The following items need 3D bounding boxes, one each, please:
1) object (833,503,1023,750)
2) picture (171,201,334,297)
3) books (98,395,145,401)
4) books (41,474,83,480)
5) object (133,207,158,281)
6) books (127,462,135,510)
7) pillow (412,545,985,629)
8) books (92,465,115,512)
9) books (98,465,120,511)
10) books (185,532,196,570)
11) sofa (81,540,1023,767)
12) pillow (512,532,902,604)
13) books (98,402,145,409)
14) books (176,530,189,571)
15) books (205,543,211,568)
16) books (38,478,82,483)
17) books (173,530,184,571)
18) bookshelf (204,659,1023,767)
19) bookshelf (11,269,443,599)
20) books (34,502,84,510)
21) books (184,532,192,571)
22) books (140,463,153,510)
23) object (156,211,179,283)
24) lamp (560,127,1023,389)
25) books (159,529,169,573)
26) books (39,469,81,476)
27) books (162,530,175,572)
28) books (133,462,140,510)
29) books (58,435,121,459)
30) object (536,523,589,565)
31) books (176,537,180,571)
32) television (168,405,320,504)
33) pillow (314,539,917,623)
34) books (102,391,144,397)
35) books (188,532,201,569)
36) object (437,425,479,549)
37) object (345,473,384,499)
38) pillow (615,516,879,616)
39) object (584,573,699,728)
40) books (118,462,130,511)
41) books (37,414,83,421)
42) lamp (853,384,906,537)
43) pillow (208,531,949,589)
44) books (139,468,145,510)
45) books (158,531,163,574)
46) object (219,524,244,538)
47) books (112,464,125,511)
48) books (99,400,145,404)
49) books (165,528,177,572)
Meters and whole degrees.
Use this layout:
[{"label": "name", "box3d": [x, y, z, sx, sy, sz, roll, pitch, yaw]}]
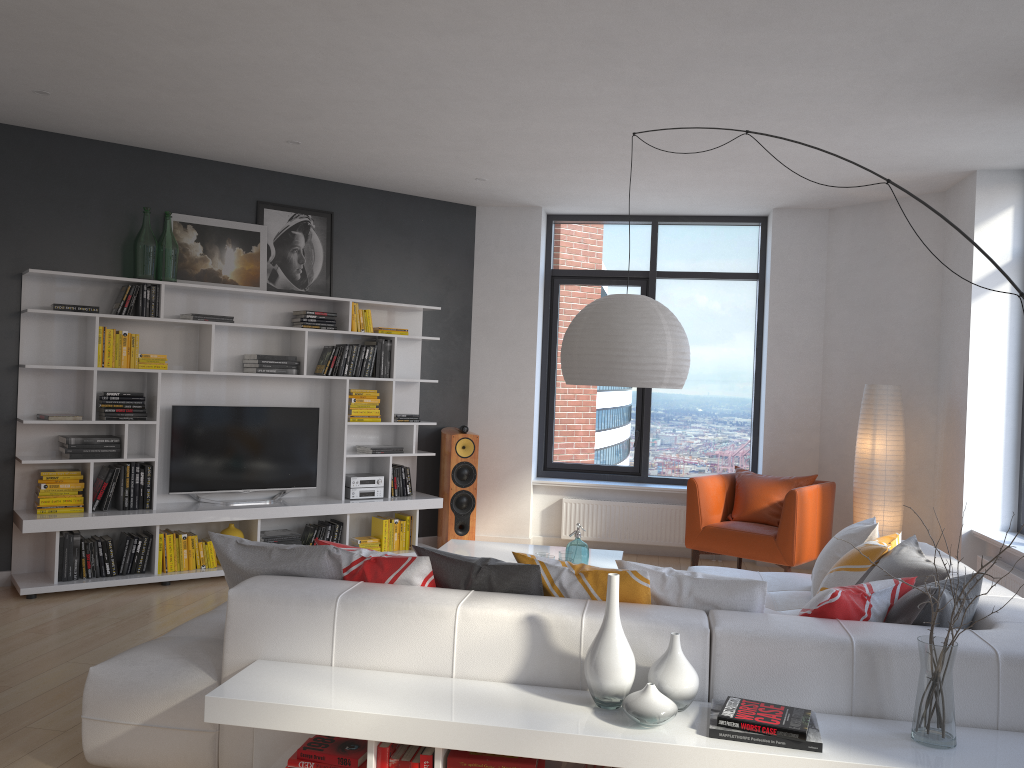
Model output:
[{"label": "object", "box3d": [1.221, 0.639, 2.447, 0.607, 0.744, 0.406, 2, 0, -41]}, {"label": "picture", "box3d": [-1.936, -1.031, 6.656, 1.279, 0.707, 0.076, 2, 0, -36]}, {"label": "books", "box3d": [-2.656, 0.095, 6.033, 0.284, 0.030, 0.214, 2, 0, -27]}, {"label": "books", "box3d": [-2.961, 0.608, 5.836, 0.234, 0.024, 0.171, 2, 0, -32]}, {"label": "object", "box3d": [-2.502, -0.956, 6.057, 0.157, 0.507, 0.157, 2, 0, -22]}, {"label": "books", "box3d": [-2.622, 0.684, 6.061, 0.026, 0.326, 0.237, 2, 0, -36]}, {"label": "pillow", "box3d": [0.667, 0.851, 3.240, 2.120, 0.436, 0.608, 2, 0, 5]}, {"label": "books", "box3d": [-2.775, 0.699, 5.961, 0.142, 0.284, 0.232, 2, 0, -36]}, {"label": "books", "box3d": [-2.722, 0.698, 5.977, 0.100, 0.289, 0.210, 2, 0, -37]}, {"label": "books", "box3d": [-2.253, 1.163, 6.191, 0.043, 0.235, 0.171, 2, 0, -37]}, {"label": "sofa", "box3d": [0.376, 1.106, 4.109, 3.424, 0.732, 2.614, 2, 0, 9]}, {"label": "pillow", "box3d": [0.952, 0.876, 3.736, 2.095, 0.440, 0.630, 2, 0, -34]}, {"label": "books", "box3d": [-2.648, 0.146, 6.012, 0.284, 0.030, 0.214, 2, 0, -27]}, {"label": "books", "box3d": [-2.298, 1.154, 6.159, 0.055, 0.252, 0.185, 2, 0, -37]}, {"label": "books", "box3d": [-2.150, 1.201, 6.225, 0.049, 0.169, 0.113, 2, 0, -37]}, {"label": "books", "box3d": [-2.971, 0.632, 5.834, 0.238, 0.023, 0.167, 2, 0, -20]}, {"label": "books", "box3d": [-2.312, 1.153, 6.135, 0.041, 0.252, 0.180, 2, 0, -36]}, {"label": "bookshelf", "box3d": [0.387, 1.228, 2.603, 2.600, 0.500, 0.356, 2, 0, 9]}, {"label": "bookshelf", "box3d": [-1.886, 0.347, 6.482, 3.000, 2.052, 0.455, 2, 0, -36]}, {"label": "books", "box3d": [-2.972, 0.792, 5.817, 0.269, 0.025, 0.213, 2, 0, -33]}, {"label": "books", "box3d": [-2.261, 1.161, 6.161, 0.043, 0.240, 0.169, 2, 0, -37]}, {"label": "books", "box3d": [-2.536, 0.702, 6.117, 0.051, 0.297, 0.230, 2, 0, -36]}, {"label": "object", "box3d": [-2.408, -0.952, 6.194, 0.157, 0.507, 0.157, 2, 0, -22]}, {"label": "lamp", "box3d": [1.467, 0.194, 3.244, 0.710, 2.647, 3.199, 2, 0, -45]}, {"label": "books", "box3d": [-2.403, 1.140, 6.080, 0.048, 0.271, 0.213, 2, 0, -36]}, {"label": "books", "box3d": [-2.982, 0.582, 5.849, 0.234, 0.024, 0.171, 2, 0, -32]}, {"label": "books", "box3d": [-2.377, 1.148, 6.106, 0.066, 0.258, 0.198, 2, 0, -36]}, {"label": "books", "box3d": [-2.598, 0.691, 6.078, 0.034, 0.315, 0.239, 2, 0, -36]}, {"label": "books", "box3d": [-2.824, 0.419, 5.926, 0.343, 0.137, 0.277, 2, 0, -36]}, {"label": "object", "box3d": [0.274, 0.886, 4.845, 0.330, 0.265, 0.330, 2, 0, 33]}, {"label": "books", "box3d": [-2.327, 1.166, 6.119, 0.042, 0.230, 0.156, 2, 0, -37]}, {"label": "television", "box3d": [-1.963, 0.518, 6.567, 1.102, 0.704, 0.207, 2, 0, -36]}, {"label": "pillow", "box3d": [0.343, 0.864, 3.285, 2.250, 0.449, 0.575, 2, 0, 7]}, {"label": "books", "box3d": [-2.639, 0.068, 6.011, 0.246, 0.026, 0.180, 2, 0, -28]}, {"label": "books", "box3d": [-2.233, 1.164, 6.217, 0.056, 0.235, 0.172, 2, 0, -37]}, {"label": "object", "box3d": [-0.477, 0.882, 7.519, 0.290, 1.088, 0.434, 2, 0, -21]}, {"label": "object", "box3d": [-1.204, 0.812, 7.046, 0.285, 0.174, 0.270, 2, 0, -36]}, {"label": "pillow", "box3d": [1.188, 0.866, 3.951, 0.580, 0.456, 2.156, 2, 0, 35]}, {"label": "object", "box3d": [0.381, 0.779, 2.664, 0.316, 0.398, 0.319, 2, 0, 33]}, {"label": "books", "box3d": [-2.647, 0.689, 6.039, 0.034, 0.314, 0.237, 2, 0, -36]}, {"label": "books", "box3d": [-2.951, 0.217, 5.788, 0.209, 0.030, 0.266, 2, 0, -42]}, {"label": "lamp", "box3d": [2.754, 0.783, 6.309, 0.502, 1.550, 0.804, 2, 0, -30]}, {"label": "pillow", "box3d": [0.303, 0.831, 3.628, 2.953, 0.453, 0.647, 2, 0, -3]}, {"label": "books", "box3d": [-2.568, 0.712, 6.092, 0.028, 0.272, 0.200, 2, 0, -36]}, {"label": "books", "box3d": [-2.422, 1.140, 6.041, 0.029, 0.270, 0.204, 2, 0, -36]}, {"label": "object", "box3d": [-2.017, 1.132, 6.361, 0.185, 0.257, 0.185, 2, 0, 32]}, {"label": "books", "box3d": [-2.670, 0.697, 6.016, 0.028, 0.301, 0.213, 2, 0, -36]}, {"label": "books", "box3d": [-2.650, 0.121, 6.014, 0.264, 0.020, 0.189, 2, 0, -32]}, {"label": "books", "box3d": [-2.352, 1.145, 6.123, 0.038, 0.267, 0.202, 2, 0, -35]}]
